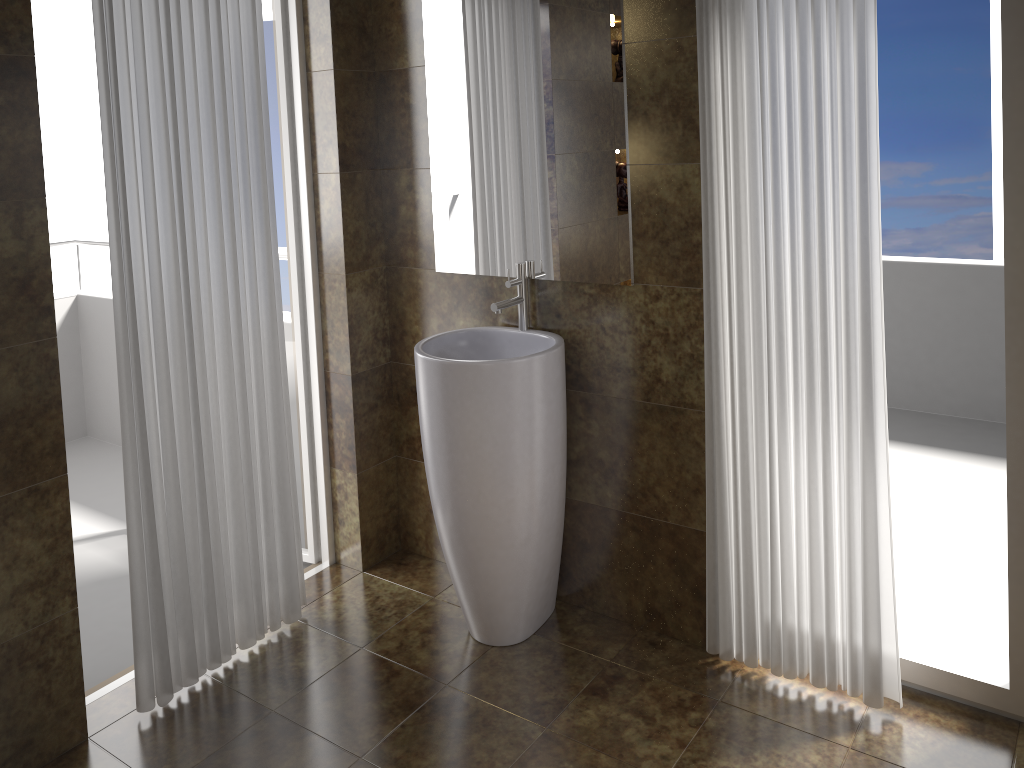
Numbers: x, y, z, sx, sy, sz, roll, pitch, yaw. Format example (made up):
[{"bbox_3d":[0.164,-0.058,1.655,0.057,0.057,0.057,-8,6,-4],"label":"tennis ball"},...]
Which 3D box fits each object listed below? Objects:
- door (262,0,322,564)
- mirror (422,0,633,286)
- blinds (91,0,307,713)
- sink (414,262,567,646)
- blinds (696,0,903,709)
[{"bbox_3d":[-1.186,-0.453,3.315,0.961,2.160,0.041,0,4,26],"label":"door"},{"bbox_3d":[0.023,-0.873,2.779,0.771,1.058,0.008,3,6,36],"label":"mirror"},{"bbox_3d":[-0.890,-0.285,2.515,0.068,2.208,0.613,0,5,35],"label":"blinds"},{"bbox_3d":[-0.060,0.211,2.659,0.460,1.102,0.446,2,7,39],"label":"sink"},{"bbox_3d":[0.725,-0.298,2.279,0.519,2.197,0.069,0,5,36],"label":"blinds"}]
